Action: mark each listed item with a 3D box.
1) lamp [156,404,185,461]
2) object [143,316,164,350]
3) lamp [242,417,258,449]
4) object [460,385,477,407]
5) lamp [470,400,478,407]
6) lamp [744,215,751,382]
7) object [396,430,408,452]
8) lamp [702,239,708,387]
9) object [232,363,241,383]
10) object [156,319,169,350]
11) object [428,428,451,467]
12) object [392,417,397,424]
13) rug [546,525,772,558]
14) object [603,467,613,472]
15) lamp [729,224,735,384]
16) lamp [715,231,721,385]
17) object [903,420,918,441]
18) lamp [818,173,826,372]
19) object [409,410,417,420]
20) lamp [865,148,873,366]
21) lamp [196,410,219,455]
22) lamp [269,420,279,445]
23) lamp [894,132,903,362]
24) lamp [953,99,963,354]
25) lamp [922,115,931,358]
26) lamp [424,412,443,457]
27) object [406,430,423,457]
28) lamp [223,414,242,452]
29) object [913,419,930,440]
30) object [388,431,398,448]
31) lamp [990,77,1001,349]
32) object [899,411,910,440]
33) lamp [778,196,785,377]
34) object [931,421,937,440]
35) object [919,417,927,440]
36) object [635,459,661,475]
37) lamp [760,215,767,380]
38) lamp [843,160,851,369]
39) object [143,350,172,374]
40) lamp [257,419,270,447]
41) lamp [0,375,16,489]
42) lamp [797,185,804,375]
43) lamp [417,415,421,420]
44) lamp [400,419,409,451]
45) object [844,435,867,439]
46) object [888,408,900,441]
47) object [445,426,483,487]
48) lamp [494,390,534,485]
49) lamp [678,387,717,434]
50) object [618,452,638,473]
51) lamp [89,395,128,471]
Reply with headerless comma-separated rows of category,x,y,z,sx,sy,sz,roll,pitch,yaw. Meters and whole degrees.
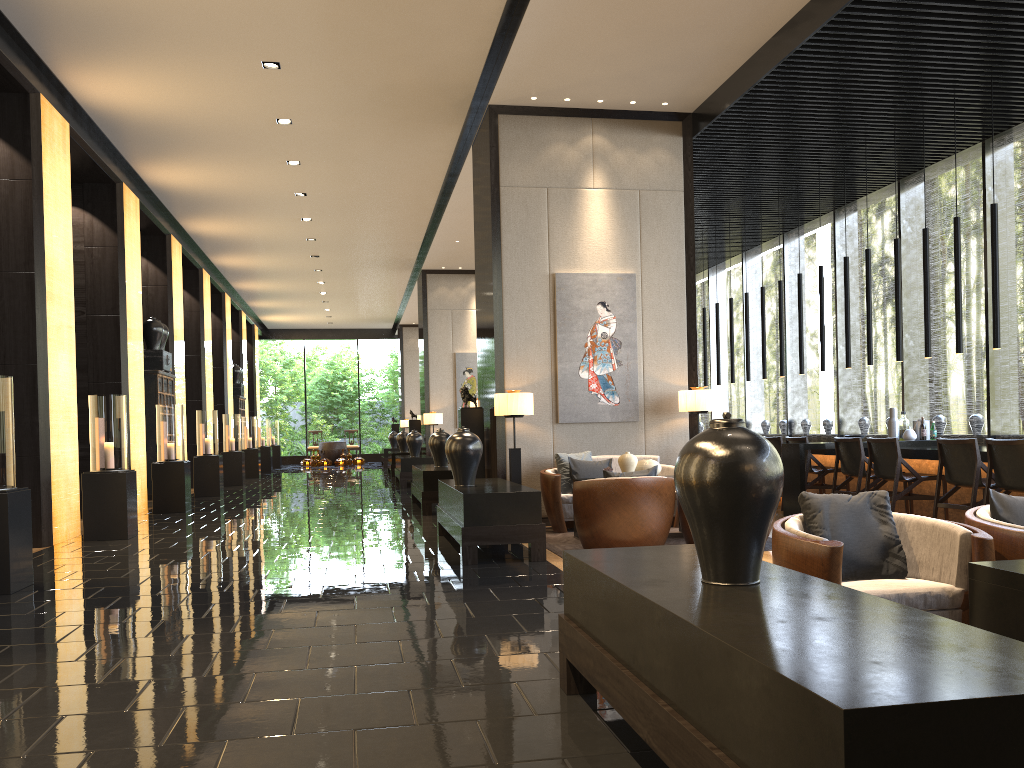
lamp,-4.455,0.636,11.546,0.336,0.729,0.337,-1,0,-5
object,-5.199,-0.734,12.809,0.311,0.493,0.312,-1,-1,-44
lamp,-5.990,1.114,20.222,0.336,0.729,0.337,-1,0,-8
object,-0.458,0.130,9.319,0.176,0.246,0.115,-1,0,-10
lamp,-0.284,0.850,10.279,0.375,1.319,0.374,-1,0,34
lamp,3.341,-1.246,12.609,0.060,2.421,0.060,-1,0,-15
object,-2.451,1.288,19.997,0.311,0.493,0.311,-1,0,9
lamp,3.071,-1.162,14.138,0.060,2.421,0.060,-1,0,-15
object,-6.736,-0.255,21.493,0.311,0.493,0.312,-1,-1,-36
object,-5.257,-0.716,13.136,0.311,0.493,0.312,-1,-1,-29
object,-0.905,0.807,11.258,0.311,0.493,0.312,-1,-1,-29
object,-3.584,1.103,26.983,0.176,0.246,0.115,-1,0,-5
rug,1.171,1.344,7.774,1.957,0.008,2.244,-1,-3,-10
object,0.851,0.780,7.802,0.091,0.112,0.091,-2,-1,42
lamp,3.250,-1.217,13.127,0.060,2.421,0.060,-1,0,-15
lamp,3.160,-1.189,13.633,0.060,2.421,0.060,-1,0,-15
object,4.136,0.479,9.212,0.135,0.217,0.136,-1,-1,-23
lamp,3.699,-1.357,10.590,0.060,2.421,0.060,-1,0,-15
object,-2.024,0.630,18.150,0.161,0.218,0.102,-1,0,-22
lamp,3.870,-1.410,9.623,0.060,2.421,0.060,-1,0,-15
lamp,-4.967,0.795,14.438,0.336,0.729,0.337,-1,0,-8
lamp,-7.013,1.433,26.005,0.336,0.729,0.337,-1,0,-23
lamp,3.961,-1.439,9.108,0.060,2.421,0.060,-1,0,-15
lamp,4.121,-1.489,8.200,0.060,2.421,0.060,-1,0,-15
lamp,4.042,-1.464,8.650,0.060,2.421,0.060,-1,0,-15
lamp,-1.525,1.221,17.288,0.375,1.351,0.375,-1,0,9
object,-1.779,1.079,16.203,0.311,0.493,0.311,-1,0,9
lamp,-5.478,0.955,17.330,0.336,0.729,0.337,-1,0,-8
object,4.329,0.481,9.364,0.168,0.219,0.169,-1,-1,-15
object,-3.353,1.569,25.099,0.311,0.493,0.311,-1,0,9
lamp,4.206,-1.515,7.723,0.060,2.421,0.060,-1,0,-15
object,4.155,0.444,9.385,0.129,0.305,0.129,-1,0,-24
lamp,3.519,-1.301,11.604,0.060,2.421,0.060,-1,0,-15
object,4.390,0.484,9.221,0.056,0.197,0.056,-1,0,-8
object,4.289,0.467,9.244,0.067,0.237,0.067,-1,0,-16
object,1.198,0.749,7.830,0.245,0.168,0.245,-1,-2,-7
lamp,3.430,-1.273,12.109,0.060,2.421,0.060,-1,0,-15
lamp,3.795,-1.387,10.047,0.060,2.421,0.060,-1,0,-15
object,-5.209,-0.320,12.970,0.365,0.315,0.606,-1,-2,-10
lamp,-6.501,1.273,23.113,0.336,0.729,0.337,-1,0,-8
lamp,-3.432,0.317,5.763,0.336,0.729,0.337,-1,0,-37
lamp,3.609,-1.329,11.098,0.060,2.421,0.060,-1,0,-15
lamp,-1.840,1.319,19.069,0.375,1.351,0.375,-1,0,9
lamp,-3.091,1.709,26.144,0.375,1.351,0.374,-1,0,19
object,3.576,0.572,9.221,0.227,0.067,0.227,-1,-3,-8
object,4.015,0.424,9.316,0.113,0.344,0.113,-1,0,-15
object,-0.395,0.592,7.283,0.311,0.493,0.311,-1,0,9
lamp,0.031,0.738,8.498,0.375,1.348,0.374,-1,0,41
lamp,1.864,0.709,8.822,0.375,1.351,0.374,-1,0,19
object,1.013,0.711,7.740,0.171,0.236,0.171,-2,-1,25
lamp,-3.943,0.476,8.655,0.336,0.729,0.337,-1,0,-37
